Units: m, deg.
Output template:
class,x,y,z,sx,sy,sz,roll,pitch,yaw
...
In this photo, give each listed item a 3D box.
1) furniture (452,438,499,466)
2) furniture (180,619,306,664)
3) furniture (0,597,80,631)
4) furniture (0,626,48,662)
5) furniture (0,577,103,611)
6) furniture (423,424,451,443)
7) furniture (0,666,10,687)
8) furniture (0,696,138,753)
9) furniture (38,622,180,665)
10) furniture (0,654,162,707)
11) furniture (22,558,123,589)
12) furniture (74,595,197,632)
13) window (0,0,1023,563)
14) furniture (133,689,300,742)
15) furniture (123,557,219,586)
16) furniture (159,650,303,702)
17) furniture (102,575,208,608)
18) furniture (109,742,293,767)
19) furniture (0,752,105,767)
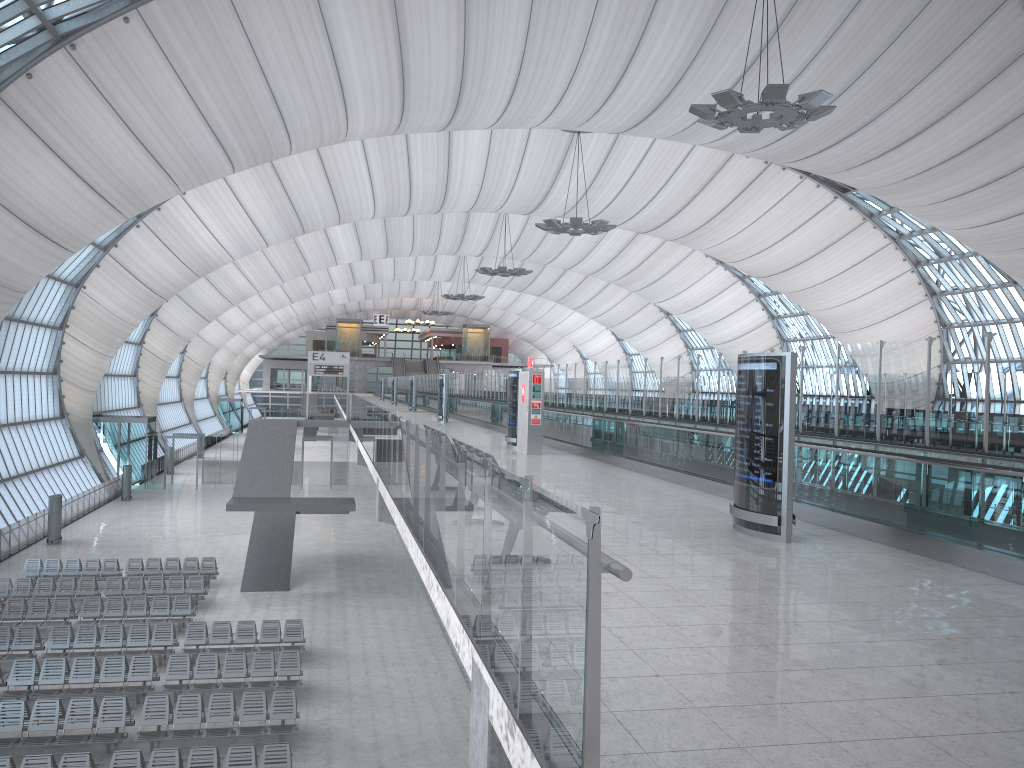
class,x,y,z,sx,sy,sz,roll,pitch,yaw
furniture,-0.069,1.036,8.367,0.713,0.902,2.520,2,0,-12
furniture,-6.139,5.912,20.415,2.705,0.913,1.572,2,0,-12
furniture,-12.254,5.739,21.867,2.705,0.913,1.572,2,0,-12
furniture,-11.708,5.746,19.253,2.705,0.913,1.572,2,0,-12
furniture,-12.733,5.733,24.167,2.705,0.913,1.572,2,0,-12
furniture,-0.668,1.029,11.329,0.713,0.902,2.520,2,0,-12
furniture,-11.218,5.752,16.902,2.705,0.913,1.572,2,0,-12
furniture,-7.943,5.841,15.133,2.705,0.913,1.572,2,0,-12
furniture,-8.924,5.829,19.834,2.705,0.913,1.572,2,0,-12
furniture,-8.433,5.835,17.483,2.705,0.913,1.572,2,0,-12
furniture,-13.273,5.726,26.752,2.705,0.913,1.572,2,0,-12
furniture,-9.469,5.822,22.448,2.705,0.913,1.572,2,0,-12
window,-4.519,-3.260,79.741,50.537,20.004,167.818,2,0,-12
furniture,-5.159,5.924,15.714,2.705,0.913,1.572,2,0,-12
furniture,-10.488,5.809,27.333,2.705,0.913,1.572,2,0,-12
furniture,-5.649,5.918,18.064,2.705,0.913,1.572,2,0,-12
furniture,-9.949,5.816,24.748,2.705,0.913,1.572,2,0,-12
furniture,-4.668,5.931,13.363,2.705,0.913,1.572,2,0,-12
furniture,-7.453,5.848,12.782,2.705,0.913,1.572,2,0,-12
